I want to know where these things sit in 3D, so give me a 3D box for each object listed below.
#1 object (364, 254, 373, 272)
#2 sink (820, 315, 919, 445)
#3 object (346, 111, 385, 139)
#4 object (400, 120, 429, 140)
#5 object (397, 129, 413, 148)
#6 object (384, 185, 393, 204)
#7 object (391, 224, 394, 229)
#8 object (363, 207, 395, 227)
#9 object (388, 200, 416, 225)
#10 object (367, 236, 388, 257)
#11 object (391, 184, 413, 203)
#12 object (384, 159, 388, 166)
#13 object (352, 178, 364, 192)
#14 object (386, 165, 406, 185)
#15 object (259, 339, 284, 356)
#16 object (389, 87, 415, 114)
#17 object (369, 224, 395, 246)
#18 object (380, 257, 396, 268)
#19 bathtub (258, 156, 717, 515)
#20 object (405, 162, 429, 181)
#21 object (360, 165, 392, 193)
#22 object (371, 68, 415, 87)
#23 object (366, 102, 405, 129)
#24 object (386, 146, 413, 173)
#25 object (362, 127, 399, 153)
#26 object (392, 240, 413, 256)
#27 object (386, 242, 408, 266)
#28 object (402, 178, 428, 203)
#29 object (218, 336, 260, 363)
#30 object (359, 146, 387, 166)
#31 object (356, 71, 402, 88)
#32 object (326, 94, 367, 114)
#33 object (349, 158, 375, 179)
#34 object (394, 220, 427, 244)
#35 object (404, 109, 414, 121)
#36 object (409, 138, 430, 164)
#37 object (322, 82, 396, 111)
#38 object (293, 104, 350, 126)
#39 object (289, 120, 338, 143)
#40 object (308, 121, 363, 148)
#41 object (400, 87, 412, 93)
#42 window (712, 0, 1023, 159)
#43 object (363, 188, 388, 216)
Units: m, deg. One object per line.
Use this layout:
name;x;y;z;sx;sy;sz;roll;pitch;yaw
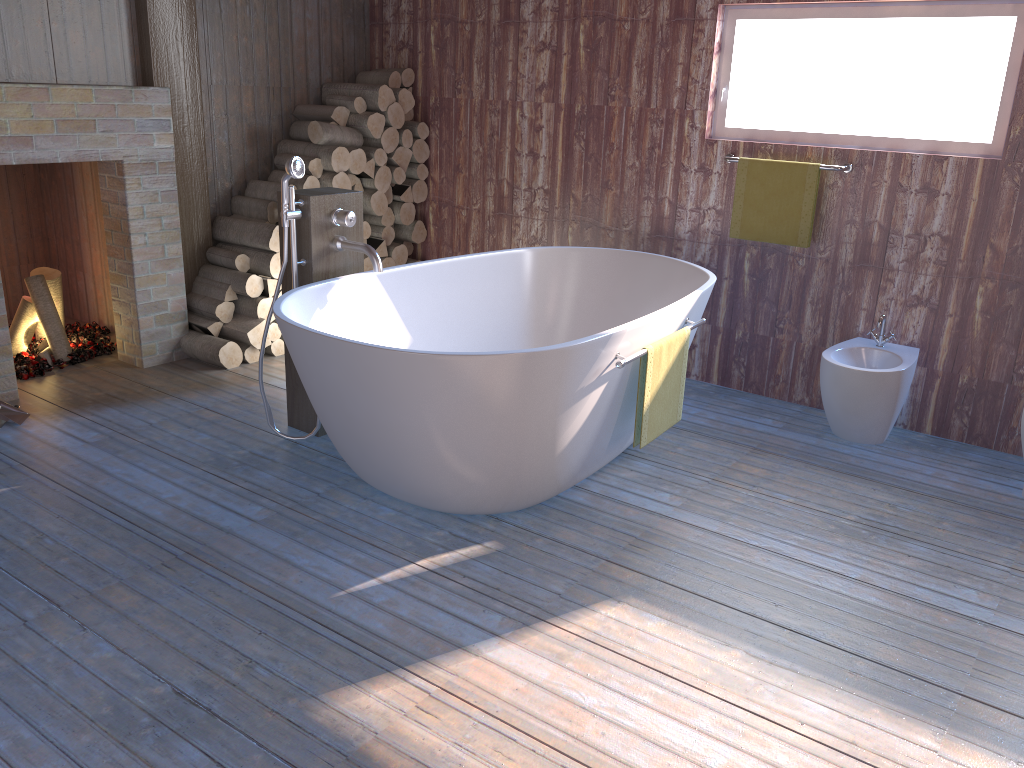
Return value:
object;-0.980;-0.714;5.134;0.458;0.148;0.139;15;23;34
sink;1.478;-0.012;3.699;0.335;0.517;0.515;15;23;34
object;-0.917;-1.456;4.936;0.458;0.148;0.139;15;23;34
object;-0.684;-1.508;5.221;0.438;0.109;0.102;15;23;34
object;-0.763;-1.435;5.132;0.437;0.106;0.089;16;23;35
object;-0.838;-1.112;5.127;0.302;0.118;0.111;15;22;33
object;-0.870;-0.942;5.353;0.319;0.106;0.118;14;22;32
object;-0.834;-0.989;5.162;0.301;0.113;0.114;14;22;32
object;-0.784;-1.035;5.274;0.437;0.133;0.137;14;22;32
object;-0.911;-0.818;5.157;0.423;0.112;0.115;15;23;34
object;-0.774;-1.144;5.233;0.423;0.112;0.115;15;23;34
object;-0.837;-1.266;5.054;0.278;0.090;0.095;16;23;35
object;-0.956;-1.126;4.981;0.280;0.096;0.085;16;23;35
object;-0.810;-1.231;5.143;0.438;0.109;0.102;15;23;34
object;0.060;-0.997;2.155;0.258;3.264;5.569;-10;22;-31
object;-0.769;-1.631;5.087;0.456;0.142;0.133;16;23;35
object;-0.833;-0.886;5.195;0.289;0.117;0.116;14;22;32
object;-0.891;-0.718;5.241;0.439;0.145;0.135;15;23;34
bathtub;0.049;-0.260;3.355;1.935;1.109;1.460;-9;22;-30
object;-0.695;-1.287;5.291;0.438;0.109;0.102;15;23;34
object;-0.889;-1.181;5.052;0.439;0.157;0.136;16;23;35
object;-0.702;-1.779;5.154;0.271;0.113;0.112;15;22;34
object;-0.820;-1.529;5.017;0.437;0.143;0.141;14;22;32
object;-0.811;-1.323;5.161;0.482;0.151;0.172;16;23;35
object;-0.848;-1.391;5.030;0.440;0.151;0.143;15;23;34
object;-0.759;-0.863;5.463;0.301;0.113;0.114;14;22;32
object;-0.829;-0.799;5.300;0.440;0.147;0.138;15;23;34
object;-0.715;-1.129;5.341;0.439;0.256;0.137;15;23;34
object;-1.479;-0.192;4.556;0.437;0.100;0.098;14;22;32
object;-0.894;-1.297;4.991;0.438;0.109;0.102;15;23;34
object;-0.765;-1.732;5.079;0.270;0.121;0.104;16;23;35
object;-0.910;-1.535;4.864;0.227;0.097;0.094;16;23;35
object;-0.950;-1.209;4.945;0.424;0.124;0.109;15;22;33
object;-0.738;-0.953;5.398;0.455;0.137;0.139;14;22;32
object;-0.712;-1.606;5.209;0.269;0.115;0.107;16;23;35
object;-0.699;-1.398;5.249;0.439;0.152;0.147;15;23;34
object;-0.861;-1.608;4.958;0.456;0.139;0.135;16;23;35
object;-1.049;-1.471;4.879;0.319;0.121;0.140;16;23;35
object;-1.083;-1.378;4.864;0.291;0.130;0.113;16;23;35
object;-0.940;-1.325;4.736;0.121;0.157;0.302;16;23;35
object;-0.715;-1.702;5.193;0.281;0.100;0.081;15;22;34
window;1.467;-1.306;3.772;1.255;0.587;0.054;15;23;34
object;-0.918;-1.053;5.057;0.437;0.143;0.141;14;22;32
